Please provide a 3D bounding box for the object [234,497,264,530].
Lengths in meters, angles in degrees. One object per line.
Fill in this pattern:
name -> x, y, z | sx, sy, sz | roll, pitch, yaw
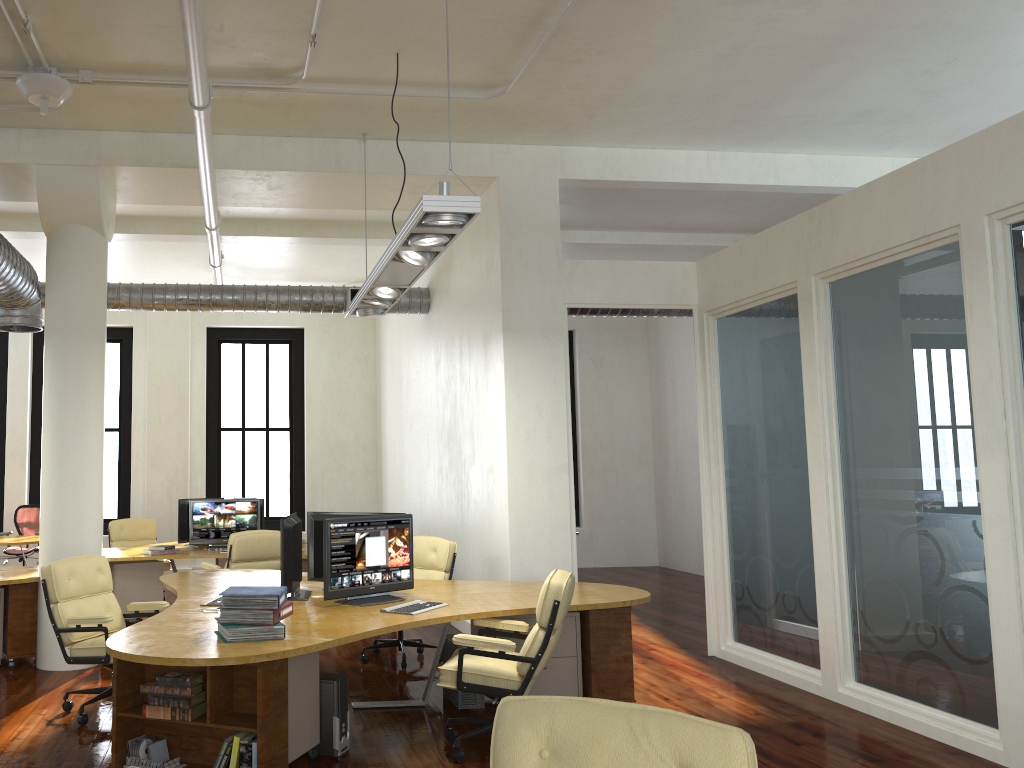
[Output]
object -> -3.158, 1.643, 10.643 | 0.264, 0.552, 0.884 | 3, -7, -38

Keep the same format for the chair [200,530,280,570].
chair -> -2.740, 1.984, 9.003 | 0.648, 1.021, 0.857 | 4, -8, -42

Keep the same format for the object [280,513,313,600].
object -> -1.534, 1.178, 6.094 | 0.289, 0.552, 0.811 | -1, -6, -6

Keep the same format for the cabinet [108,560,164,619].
cabinet -> -4.312, 2.215, 9.598 | 0.809, 0.709, 0.968 | 3, -7, -37

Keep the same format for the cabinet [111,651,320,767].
cabinet -> -1.507, 1.708, 4.728 | 0.945, 0.709, 0.831 | -3, -6, 18

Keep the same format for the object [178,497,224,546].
object -> -3.714, 1.644, 10.605 | 0.316, 0.552, 0.740 | -4, -7, 26

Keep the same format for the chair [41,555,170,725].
chair -> -2.704, 1.685, 5.981 | 0.833, 1.021, 0.670 | -3, -6, 18

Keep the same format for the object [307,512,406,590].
object -> -1.127, 1.205, 6.408 | 0.873, 0.552, 0.268 | -4, -6, 25

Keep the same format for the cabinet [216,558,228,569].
cabinet -> -3.512, 2.420, 11.745 | 0.874, 0.709, 0.903 | 0, -6, -7

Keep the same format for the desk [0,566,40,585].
desk -> -6.059, 1.970, 7.148 | 3.805, 0.734, 3.563 | -3, -6, 26

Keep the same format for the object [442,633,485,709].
object -> -0.348, 1.991, 6.181 | 0.173, 0.411, 0.497 | 0, -6, -16

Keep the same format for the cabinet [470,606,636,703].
cabinet -> 0.232, 1.834, 6.157 | 0.863, 0.709, 0.914 | 0, -6, -12

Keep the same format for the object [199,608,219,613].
object -> -1.864, 1.388, 5.449 | 0.103, 0.015, 0.143 | 2, -6, -25

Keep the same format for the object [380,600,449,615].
object -> -0.597, 1.379, 5.482 | 0.249, 0.016, 0.435 | -3, -6, 26

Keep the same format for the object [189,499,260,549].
object -> -3.267, 1.590, 10.096 | 0.774, 0.552, 0.303 | 0, -6, -13

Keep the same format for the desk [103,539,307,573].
desk -> -3.305, 2.297, 10.708 | 3.848, 0.734, 3.548 | 0, -6, -6

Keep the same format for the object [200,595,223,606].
object -> -1.889, 1.430, 5.883 | 0.233, 0.016, 0.469 | 0, -6, 0

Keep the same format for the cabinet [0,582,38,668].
cabinet -> -4.551, 2.020, 7.606 | 0.812, 0.709, 0.965 | 3, -7, -34

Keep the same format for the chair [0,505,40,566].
chair -> -6.934, 2.319, 12.672 | 0.725, 1.158, 0.762 | -1, -6, -3

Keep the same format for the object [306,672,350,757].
object -> -1.192, 1.896, 5.142 | 0.513, 0.411, 0.168 | -3, -6, 21

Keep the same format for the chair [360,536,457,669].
chair -> -0.929, 1.825, 7.552 | 0.705, 1.021, 0.787 | 4, -8, -42

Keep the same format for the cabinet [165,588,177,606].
cabinet -> -2.228, 1.958, 7.186 | 0.800, 0.709, 0.977 | 4, -8, -42

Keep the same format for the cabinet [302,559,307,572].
cabinet -> -1.834, 2.194, 9.614 | 0.960, 0.709, 0.817 | -3, -6, 23

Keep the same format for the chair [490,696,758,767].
chair -> 0.146, 1.251, 1.856 | 0.780, 1.021, 0.713 | -4, -6, 28

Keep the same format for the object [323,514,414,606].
object -> -0.925, 1.146, 5.826 | 0.320, 0.552, 0.729 | -7, -8, 43

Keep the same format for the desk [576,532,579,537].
desk -> -0.042, 2.561, 13.425 | 1.561, 0.695, 1.660 | 1, -6, -12

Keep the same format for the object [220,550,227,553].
object -> -2.897, 1.803, 9.558 | 0.480, 0.016, 0.227 | -1, -6, 1

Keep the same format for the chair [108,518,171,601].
chair -> -4.688, 2.216, 11.168 | 0.651, 1.021, 0.853 | 3, -7, -37

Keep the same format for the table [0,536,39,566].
table -> -6.791, 2.427, 11.693 | 1.565, 0.745, 1.401 | -2, -6, 14

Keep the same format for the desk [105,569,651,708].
desk -> -1.460, 1.848, 6.338 | 3.517, 0.734, 3.847 | 4, -8, -41

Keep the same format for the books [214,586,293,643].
books -> -1.375, 1.198, 4.642 | 0.418, 0.227, 0.457 | -1, -6, -1

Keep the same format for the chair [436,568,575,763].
chair -> -0.033, 1.571, 5.074 | 0.822, 1.021, 0.680 | -3, -6, 13
